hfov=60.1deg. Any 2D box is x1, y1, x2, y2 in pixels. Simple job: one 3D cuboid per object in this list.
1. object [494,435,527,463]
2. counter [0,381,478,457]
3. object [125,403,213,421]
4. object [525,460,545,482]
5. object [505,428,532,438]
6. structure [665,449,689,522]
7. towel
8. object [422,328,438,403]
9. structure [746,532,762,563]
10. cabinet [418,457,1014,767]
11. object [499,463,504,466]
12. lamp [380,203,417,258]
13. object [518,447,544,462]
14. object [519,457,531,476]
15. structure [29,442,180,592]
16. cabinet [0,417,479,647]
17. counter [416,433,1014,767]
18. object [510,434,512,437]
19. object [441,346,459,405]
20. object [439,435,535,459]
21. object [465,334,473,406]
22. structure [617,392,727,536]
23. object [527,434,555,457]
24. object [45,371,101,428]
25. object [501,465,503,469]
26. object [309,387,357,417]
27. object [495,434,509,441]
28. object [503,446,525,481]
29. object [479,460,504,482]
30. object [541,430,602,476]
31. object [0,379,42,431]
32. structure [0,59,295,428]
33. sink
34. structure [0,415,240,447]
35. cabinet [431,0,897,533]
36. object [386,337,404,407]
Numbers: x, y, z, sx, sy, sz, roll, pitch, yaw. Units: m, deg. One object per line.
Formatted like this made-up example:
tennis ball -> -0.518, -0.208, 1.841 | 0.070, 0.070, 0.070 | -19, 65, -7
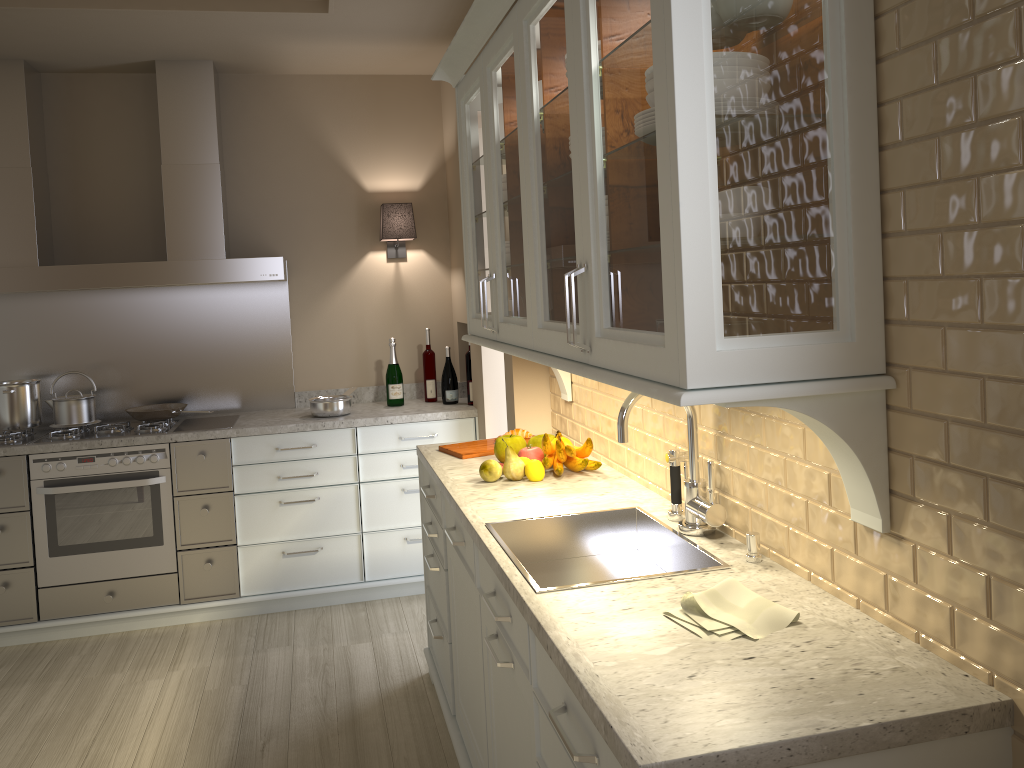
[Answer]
object -> -0.004, 0.204, 2.737 | 0.104, 0.090, 0.106 | -3, 5, -6
counter -> -1.764, 0.180, 3.921 | 3.848, 0.113, 0.581 | -4, 6, -13
object -> -1.549, 0.135, 3.943 | 0.424, 0.051, 0.266 | 4, 9, 45
object -> 0.064, 0.246, 2.495 | 0.056, 0.066, 0.053 | -3, 4, -6
object -> 0.021, 0.175, 3.099 | 0.099, 0.037, 0.044 | -3, 5, -2
structure -> 0.381, 0.231, 2.025 | 0.056, 0.162, 0.043 | -3, 3, -12
towel -> 0.351, 0.363, 1.419 | 0.171, 0.050, 0.164 | -6, 7, -27
object -> -0.404, -0.093, 4.322 | 0.062, 0.365, 0.062 | -2, 3, 21
structure -> 0.466, 0.316, 1.707 | 0.029, 0.056, 0.029 | 0, 4, 42
cabinet -> 0.220, 0.725, 2.153 | 0.638, 0.790, 2.229 | -4, 6, -12
object -> -0.034, 0.252, 2.668 | 0.042, 0.012, 0.130 | -4, 7, -12
lamp -> -0.564, -0.753, 4.348 | 0.170, 0.258, 0.193 | -4, 4, -12
object -> 0.056, 0.223, 2.631 | 0.082, 0.070, 0.085 | -7, 6, -43
object -> 0.029, 0.239, 2.570 | 0.066, 0.054, 0.055 | 1, 6, 40
structure -> -1.743, 0.561, 3.913 | 0.541, 0.694, 0.581 | -4, 4, -13
cabinet -> -1.752, 0.619, 3.947 | 3.209, 0.791, 0.645 | -4, 4, -13
counter -> 0.157, 0.326, 2.139 | 0.523, 0.035, 2.207 | -4, 7, -12
object -> -0.003, 0.164, 2.728 | 0.003, 0.021, 0.018 | -4, 4, -26
object -> -0.300, -0.042, 4.217 | 0.083, 0.276, 0.084 | -2, 3, 9
object -> -0.051, 0.212, 3.019 | 0.351, 0.020, 0.201 | -6, 7, -28
object -> -0.186, -0.083, 4.135 | 0.062, 0.365, 0.062 | -2, 3, 21
structure -> 0.331, 0.162, 1.883 | 0.211, 0.336, 0.142 | -3, 3, -3
object -> 0.099, 0.202, 2.716 | 0.106, 0.090, 0.104 | 1, 6, 41
object -> -1.943, 0.060, 3.923 | 0.208, 0.236, 0.210 | -1, 4, 21
object -> -0.043, 0.257, 2.626 | 0.030, 0.012, 0.149 | -2, 6, 7
object -> -0.783, 0.083, 4.109 | 0.198, 0.090, 0.372 | 0, 7, 29
object -> -0.017, 0.189, 2.989 | 0.098, 0.037, 0.045 | -1, 5, 18
object -> 0.006, 0.226, 2.513 | 0.064, 0.097, 0.064 | -4, 4, -17
object -> -0.059, 0.244, 2.524 | 0.066, 0.063, 0.095 | -2, 5, 6
object -> 0.143, 0.193, 2.564 | 0.181, 0.136, 0.197 | -6, 6, -31
object -> -2.171, 0.092, 3.879 | 0.201, 0.206, 0.202 | 0, 5, 35
structure -> -1.817, -0.614, 3.937 | 1.560, 1.674, 0.448 | -4, 3, -13
sink -> 0.186, 0.541, 1.873 | 0.380, 0.414, 0.486 | -4, 5, -13
structure -> -1.751, 0.192, 3.865 | 1.049, 0.031, 0.400 | -4, 7, -13
cabinet -> 0.164, -0.403, 2.138 | 0.411, 1.108, 1.936 | -3, 5, -12
object -> -0.566, -0.059, 4.242 | 0.083, 0.330, 0.084 | -2, 3, 16
